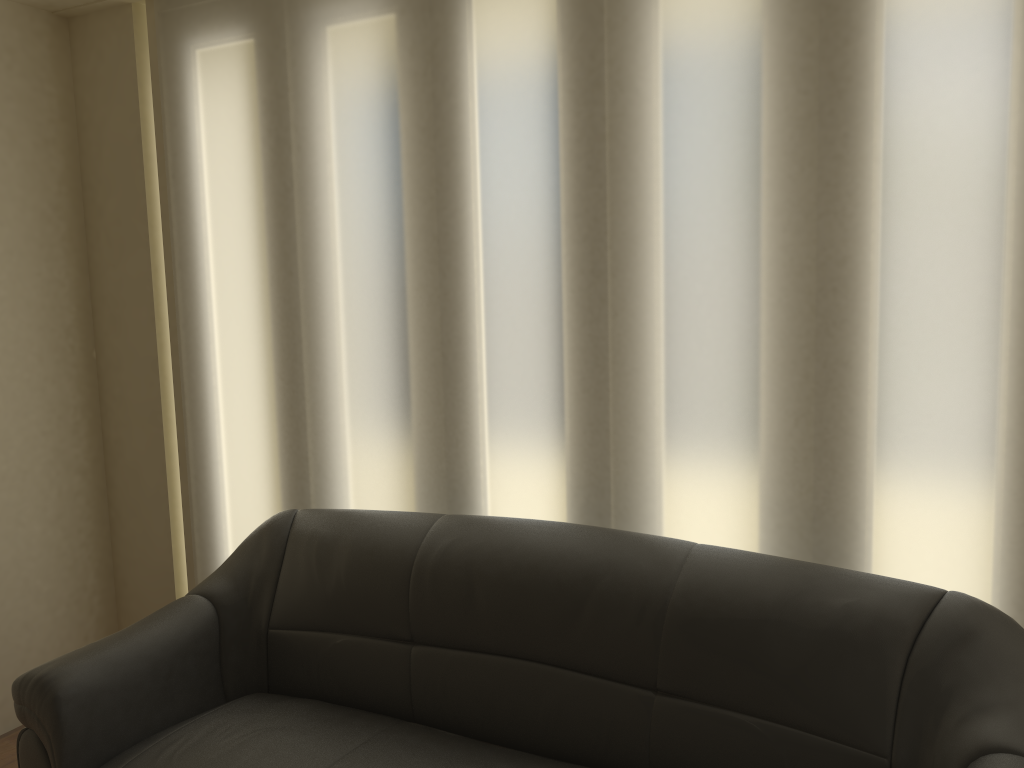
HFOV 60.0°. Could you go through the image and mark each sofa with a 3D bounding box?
[{"bbox_3d":[-0.036,0.871,2.083,2.337,0.918,0.944,2,8,28],"label":"sofa"}]

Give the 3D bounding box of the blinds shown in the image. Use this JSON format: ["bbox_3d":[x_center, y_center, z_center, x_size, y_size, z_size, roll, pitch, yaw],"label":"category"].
[{"bbox_3d":[0.036,-0.098,2.581,2.830,2.453,0.002,2,8,28],"label":"blinds"}]
